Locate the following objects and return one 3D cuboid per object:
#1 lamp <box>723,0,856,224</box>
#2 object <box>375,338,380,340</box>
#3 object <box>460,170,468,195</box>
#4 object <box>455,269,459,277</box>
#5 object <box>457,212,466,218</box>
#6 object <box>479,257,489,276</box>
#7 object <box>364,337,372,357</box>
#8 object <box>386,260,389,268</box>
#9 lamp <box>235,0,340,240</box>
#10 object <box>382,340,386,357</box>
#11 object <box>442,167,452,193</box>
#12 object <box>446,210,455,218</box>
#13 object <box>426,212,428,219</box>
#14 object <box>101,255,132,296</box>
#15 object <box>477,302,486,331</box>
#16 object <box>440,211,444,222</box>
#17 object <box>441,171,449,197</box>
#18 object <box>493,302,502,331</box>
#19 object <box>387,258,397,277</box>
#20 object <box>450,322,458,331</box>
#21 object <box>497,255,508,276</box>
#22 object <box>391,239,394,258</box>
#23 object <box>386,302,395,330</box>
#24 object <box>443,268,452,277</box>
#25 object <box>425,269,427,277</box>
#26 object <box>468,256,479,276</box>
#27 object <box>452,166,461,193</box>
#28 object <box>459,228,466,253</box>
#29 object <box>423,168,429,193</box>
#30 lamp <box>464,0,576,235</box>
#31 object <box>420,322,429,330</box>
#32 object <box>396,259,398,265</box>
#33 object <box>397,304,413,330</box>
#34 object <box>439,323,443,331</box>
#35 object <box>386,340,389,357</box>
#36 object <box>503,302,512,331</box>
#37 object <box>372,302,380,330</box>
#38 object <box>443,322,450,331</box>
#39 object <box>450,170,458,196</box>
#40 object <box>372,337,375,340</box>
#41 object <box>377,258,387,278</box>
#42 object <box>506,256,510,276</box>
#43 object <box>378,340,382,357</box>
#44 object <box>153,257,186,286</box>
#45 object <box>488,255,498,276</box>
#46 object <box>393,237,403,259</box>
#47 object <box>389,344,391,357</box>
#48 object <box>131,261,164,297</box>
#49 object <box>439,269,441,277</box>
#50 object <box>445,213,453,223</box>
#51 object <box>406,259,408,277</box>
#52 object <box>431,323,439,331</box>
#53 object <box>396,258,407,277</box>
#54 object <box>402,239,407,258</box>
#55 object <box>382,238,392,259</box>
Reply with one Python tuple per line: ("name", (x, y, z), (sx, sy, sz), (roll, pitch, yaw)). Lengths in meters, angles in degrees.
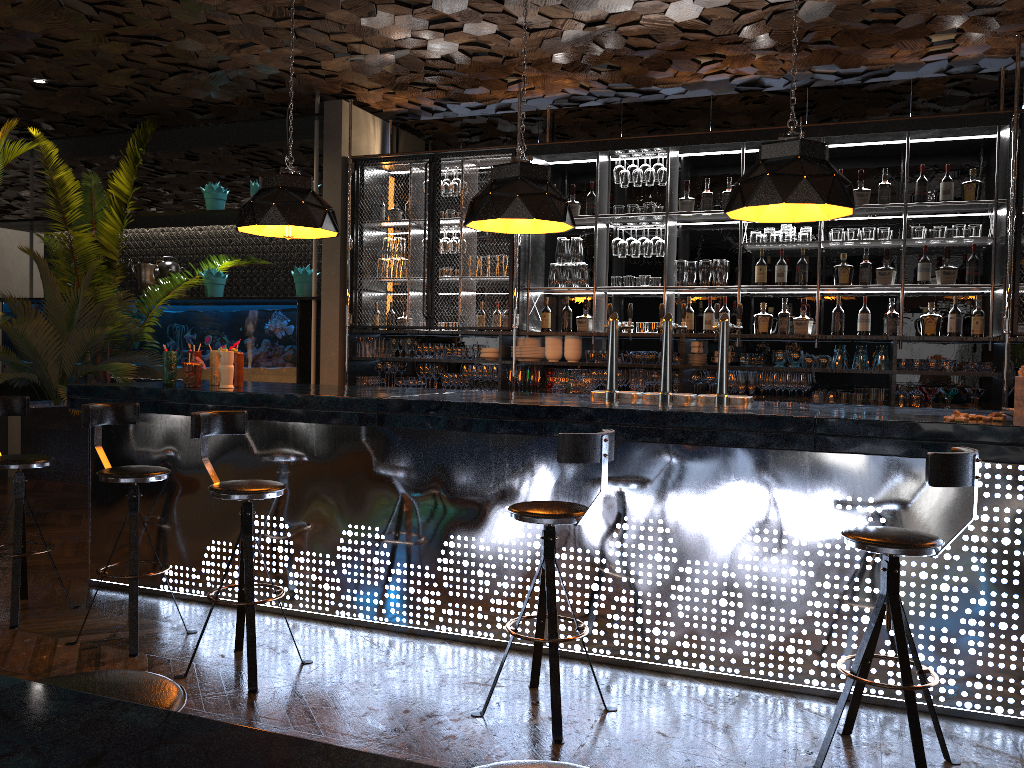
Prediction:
("lamp", (1.314, -1.577, 4.126), (0.582, 1.564, 0.607), (2, 2, 21))
("object", (-1.216, -0.328, 7.961), (0.067, 0.174, 0.067), (1, 2, -18))
("object", (-0.420, -1.751, 7.719), (0.081, 0.213, 0.081), (2, 2, 27))
("object", (-0.462, -0.959, 7.760), (0.077, 0.080, 0.077), (2, 2, 17))
("object", (-0.446, -1.456, 7.770), (0.077, 0.080, 0.077), (0, 2, -33))
("object", (-0.238, -1.002, 7.646), (0.092, 0.182, 0.092), (2, 2, 16))
("object", (-1.268, -0.324, 7.802), (0.067, 0.174, 0.067), (0, 2, -30))
("object", (-1.136, -1.035, 8.049), (0.092, 0.182, 0.092), (2, 2, 16))
("lamp", (-1.285, -1.642, 5.135), (0.582, 1.606, 0.607), (2, 2, 21))
("object", (-1.146, -0.312, 7.864), (0.058, 0.152, 0.051), (1, 2, -17))
("object", (-0.557, -1.751, 7.618), (0.081, 0.213, 0.081), (2, 2, 27))
("object", (-0.529, -1.454, 7.630), (0.077, 0.080, 0.077), (0, 2, -33))
("object", (-0.721, -1.463, 7.774), (0.077, 0.080, 0.077), (2, 2, 12))
("object", (-4.157, -1.104, 9.215), (0.250, 0.472, 0.458), (0, 3, -42))
("object", (-0.262, -0.575, 7.622), (0.075, 0.261, 0.075), (1, 2, -20))
("object", (-0.630, -1.459, 7.717), (0.077, 0.080, 0.077), (0, 2, -33))
("object", (-0.585, -1.757, 7.783), (0.081, 0.213, 0.081), (2, 2, 27))
("object", (-0.126, -0.573, 7.593), (0.075, 0.260, 0.075), (1, 2, -20))
("object", (-1.068, -1.029, 7.913), (0.092, 0.182, 0.092), (2, 2, 16))
("object", (-0.502, -0.492, 7.675), (0.077, 0.080, 0.077), (2, 2, 10))
("object", (-0.082, -0.993, 7.480), (0.092, 0.182, 0.092), (2, 2, 16))
("object", (-1.083, -1.215, 8.018), (0.092, 0.182, 0.092), (2, 2, 16))
("object", (-1.080, -0.604, 7.913), (0.075, 0.260, 0.075), (0, 2, -35))
("object", (-0.558, -0.957, 7.628), (0.077, 0.080, 0.077), (2, 2, 17))
("object", (-0.734, -0.967, 7.796), (0.077, 0.080, 0.077), (3, 2, 33))
("object", (-0.326, -1.001, 7.573), (0.092, 0.182, 0.092), (2, 2, 16))
("object", (-0.473, -1.748, 7.585), (0.081, 0.213, 0.081), (2, 2, 27))
("object", (-0.431, -1.251, 7.735), (0.081, 0.213, 0.081), (2, 2, 27))
("object", (-0.727, -1.757, 7.684), (0.081, 0.213, 0.081), (2, 2, 27))
("lamp", (0.059, -1.626, 4.744), (0.582, 1.564, 0.607), (2, 2, 21))
("object", (-0.764, -0.501, 7.757), (0.077, 0.080, 0.077), (0, 2, -29))
("object", (-1.039, -1.031, 8.004), (0.092, 0.182, 0.092), (2, 2, 16))
("object", (-0.949, -0.590, 7.873), (0.108, 0.244, 0.108), (3, 2, 35))
("object", (-0.647, -0.502, 7.870), (0.077, 0.080, 0.077), (0, 2, -29))
("object", (-1.122, -0.313, 7.918), (0.058, 0.152, 0.051), (0, 3, -42))
("object", (-0.037, -0.568, 7.536), (0.075, 0.260, 0.075), (1, 2, -20))
("object", (-1.226, -0.609, 7.999), (0.075, 0.261, 0.075), (1, 2, -20))
("object", (-0.568, -0.497, 7.760), (0.077, 0.080, 0.077), (1, 2, -13))
("object", (-0.505, -1.754, 7.752), (0.081, 0.213, 0.081), (2, 2, 27))
("object", (-1.246, -0.326, 7.876), (0.067, 0.174, 0.067), (-1, 3, -43))
("object", (-1.165, -1.032, 7.950), (0.092, 0.182, 0.092), (2, 2, 16))
("object", (-0.038, -0.995, 7.564), (0.092, 0.182, 0.092), (2, 2, 16))
("object", (-1.172, -0.311, 7.809), (0.058, 0.152, 0.051), (2, 2, 25))
("object", (-3.411, -1.120, 8.826), (0.290, 0.292, 0.278), (0, 2, -32))
("object", (-0.163, -0.996, 7.534), (0.092, 0.182, 0.092), (2, 2, 16))
("object", (-1.017, -1.210, 7.896), (0.092, 0.182, 0.092), (2, 2, 16))
("object", (-1.115, -0.315, 7.978), (0.058, 0.152, 0.051), (-1, 3, -45))
("object", (-3.711, -1.055, 9.043), (0.232, 0.398, 0.378), (0, 2, -39))
("object", (-0.655, -0.963, 7.723), (0.077, 0.080, 0.077), (1, 2, 0))
("object", (-0.551, -1.460, 7.800), (0.077, 0.080, 0.077), (1, 2, -13))
("object", (-0.954, -1.028, 7.961), (0.092, 0.182, 0.092), (2, 2, 16))
("object", (-0.671, -0.497, 7.708), (0.077, 0.080, 0.077), (2, 2, 7))
("object", (-0.978, -1.025, 7.867), (0.092, 0.182, 0.092), (2, 2, 16))
("object", (-0.991, -1.212, 7.971), (0.092, 0.182, 0.092), (2, 2, 16))
("object", (-1.114, -1.213, 7.925), (0.092, 0.182, 0.092), (2, 2, 16))
